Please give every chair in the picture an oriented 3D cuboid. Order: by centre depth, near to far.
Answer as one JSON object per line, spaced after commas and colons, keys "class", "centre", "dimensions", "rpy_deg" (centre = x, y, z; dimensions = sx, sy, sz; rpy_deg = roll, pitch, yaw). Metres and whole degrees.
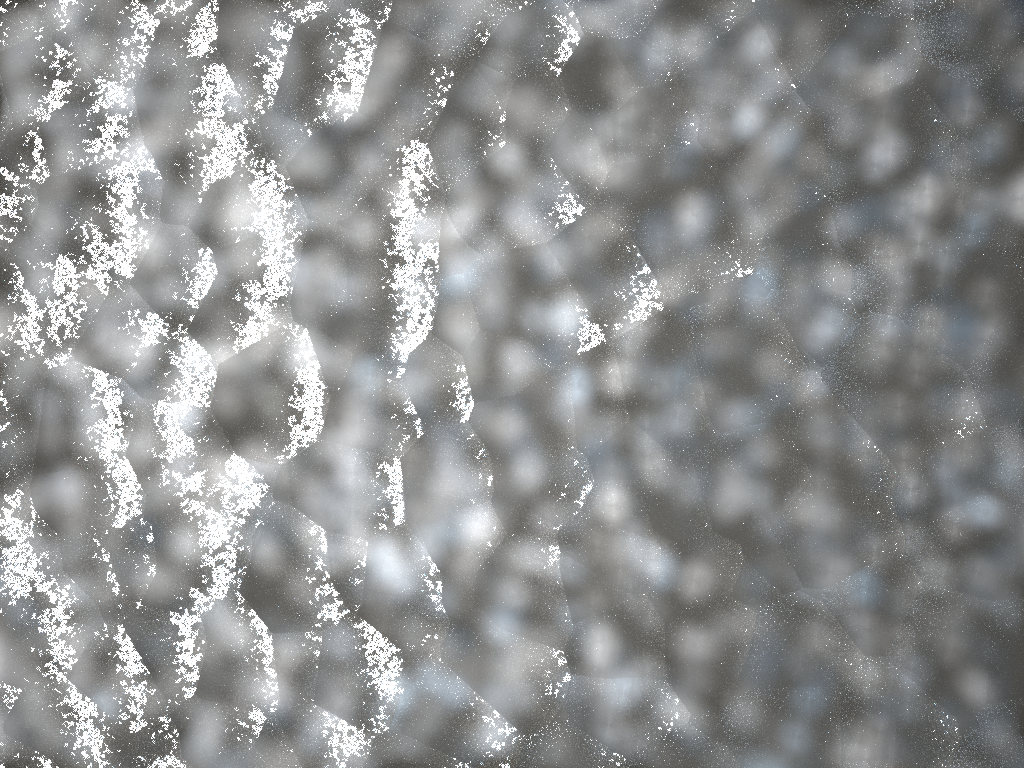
{"class": "chair", "centre": [-0.306, -0.845, 0.194], "dimensions": [0.836, 0.953, 2.114], "rpy_deg": [0, 90, 0]}
